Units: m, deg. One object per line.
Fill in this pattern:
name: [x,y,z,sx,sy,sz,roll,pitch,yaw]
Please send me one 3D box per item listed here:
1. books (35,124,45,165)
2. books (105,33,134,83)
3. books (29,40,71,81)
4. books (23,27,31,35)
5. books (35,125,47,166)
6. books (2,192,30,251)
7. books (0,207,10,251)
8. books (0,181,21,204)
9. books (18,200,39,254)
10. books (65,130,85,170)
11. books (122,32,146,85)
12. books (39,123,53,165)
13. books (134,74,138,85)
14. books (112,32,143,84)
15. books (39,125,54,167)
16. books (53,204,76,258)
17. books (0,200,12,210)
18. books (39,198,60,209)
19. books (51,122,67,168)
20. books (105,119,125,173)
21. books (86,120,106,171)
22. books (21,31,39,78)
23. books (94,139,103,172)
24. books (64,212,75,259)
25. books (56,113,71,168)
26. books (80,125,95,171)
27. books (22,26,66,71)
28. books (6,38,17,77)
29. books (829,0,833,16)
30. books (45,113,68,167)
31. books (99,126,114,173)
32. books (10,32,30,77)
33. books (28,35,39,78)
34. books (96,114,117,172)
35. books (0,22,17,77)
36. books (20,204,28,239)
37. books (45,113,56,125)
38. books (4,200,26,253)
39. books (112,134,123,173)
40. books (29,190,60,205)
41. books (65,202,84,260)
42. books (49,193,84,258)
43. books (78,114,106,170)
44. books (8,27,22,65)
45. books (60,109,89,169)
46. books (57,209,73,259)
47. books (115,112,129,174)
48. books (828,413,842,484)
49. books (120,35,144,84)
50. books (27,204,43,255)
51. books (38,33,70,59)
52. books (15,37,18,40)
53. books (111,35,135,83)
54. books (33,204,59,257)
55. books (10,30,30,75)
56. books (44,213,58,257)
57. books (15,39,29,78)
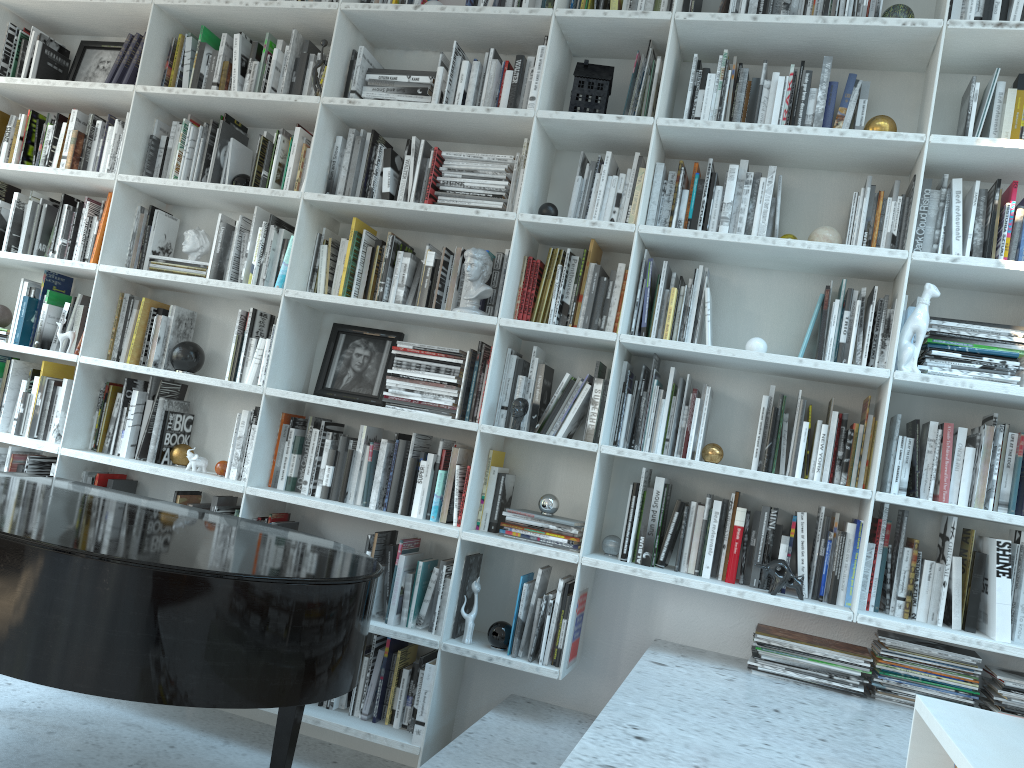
books: [-2.019,-1.004,3.899,0.012,0.230,0.149,9,-4,17]
books: [-1.651,-1.340,3.827,0.110,0.279,0.174,9,-4,17]
books: [-2.046,-1.372,3.920,0.012,0.214,0.185,9,-4,17]
books: [-2.164,-1.427,3.981,0.006,0.288,0.144,9,-4,17]
books: [-2.000,-0.996,3.875,0.014,0.218,0.164,9,-4,17]
books: [-2.131,-0.676,3.885,0.023,0.281,0.174,9,-4,17]
books: [-2.187,-0.648,3.875,0.028,0.203,0.188,9,-4,17]
books: [-2.276,-0.727,3.910,0.012,0.333,0.185,9,-4,17]
books: [-2.035,-0.645,3.840,0.021,0.247,0.189,9,-4,17]
books: [-1.825,-0.959,3.806,0.029,0.195,0.192,9,-4,17]
books: [-1.561,-1.329,3.789,0.097,0.282,0.174,9,-4,17]
books: [-1.985,-0.999,3.878,0.011,0.229,0.170,9,-4,17]
books: [-1.524,-1.325,3.799,0.078,0.285,0.174,9,-4,17]
books: [-1.611,-1.334,3.806,0.110,0.279,0.174,9,-4,17]
books: [-1.968,-0.991,3.866,0.031,0.217,0.173,9,-4,17]
books: [-1.888,-0.626,3.817,0.021,0.256,0.156,9,-4,17]
books: [-2.206,-0.666,3.893,0.022,0.235,0.177,9,-4,17]
books: [-2.013,-0.652,3.853,0.011,0.270,0.158,9,-4,17]
books: [-1.914,-0.992,3.860,0.047,0.238,0.162,9,-4,17]
books: [-1.642,-0.964,3.766,0.022,0.263,0.174,9,-4,17]
books: [-1.748,-0.977,3.818,0.029,0.260,0.158,9,-4,17]
books: [-2.080,-1.400,3.934,0.023,0.258,0.183,9,-4,17]
books: [-1.731,-0.937,3.807,0.022,0.186,0.137,9,-4,17]
books: [-1.843,-0.604,3.799,0.013,0.227,0.152,9,-4,17]
books: [-1.869,-1.003,3.833,0.023,0.271,0.187,9,-4,17]
books: [-1.773,-0.968,3.809,0.013,0.232,0.171,9,-4,17]
books: [-2.089,-1.412,3.947,0.005,0.281,0.191,9,-4,17]
books: [-2.164,-1.391,3.950,0.004,0.214,0.186,9,-4,17]
books: [1.094,-1.292,3.038,0.006,0.289,0.156,9,-4,17]
books: [-1.941,-1.014,3.866,0.014,0.272,0.180,9,-4,17]
books: [-1.669,-0.952,3.773,0.030,0.230,0.172,9,-4,17]
books: [-2.139,-1.403,3.946,0.004,0.246,0.189,9,-4,17]
books: [-2.062,-1.392,3.937,0.011,0.249,0.168,9,-4,17]
books: [-1.684,-0.979,3.785,0.012,0.280,0.188,9,-4,17]
books: [-2.211,-1.437,3.978,0.005,0.292,0.184,9,-4,17]
books: [-2.085,-0.648,3.885,0.049,0.242,0.139,9,-4,17]
books: [-2.004,-1.026,3.893,0.012,0.277,0.150,9,-4,17]
books: [-2.120,-0.657,3.871,0.011,0.246,0.176,9,-4,17]
books: [-1.626,-0.932,3.771,0.013,0.206,0.172,9,-4,17]
books: [-2.044,-0.669,3.854,0.011,0.293,0.183,9,-4,17]
books: [-1.828,-0.625,3.793,0.012,0.272,0.145,9,-4,17]
books: [-1.903,-0.650,3.813,0.013,0.299,0.152,9,-4,17]
books: [-1.784,-0.996,3.827,0.025,0.286,0.161,9,-4,17]
books: [-2.195,-1.430,3.984,0.006,0.287,0.148,9,-4,17]
books: [-1.844,-1.007,3.820,0.030,0.285,0.185,9,-4,17]
books: [-1.858,-0.608,3.792,0.013,0.229,0.177,9,-4,17]
books: [-1.589,-0.970,3.745,0.012,0.290,0.182,9,-4,17]
books: [1.051,0.215,2.905,0.016,0.230,0.138,9,-4,17]
books: [-1.585,-1.329,3.816,0.110,0.279,0.174,9,-4,17]
books: [-2.004,-0.635,3.831,0.024,0.237,0.167,9,-4,17]
books: [-2.051,-1.393,3.933,0.012,0.254,0.166,9,-4,17]
books: [-2.166,-1.398,3.962,0.009,0.228,0.184,9,-4,17]
books: [-1.628,-1.336,3.829,0.110,0.279,0.174,9,-4,17]
books: [-1.970,-0.632,3.830,0.023,0.242,0.184,9,-4,17]
books: [-2.150,-1.411,3.963,0.009,0.260,0.184,9,-4,17]
books: [-1.931,-0.631,3.837,0.047,0.256,0.142,9,-4,17]
books: [-2.119,-1.386,3.943,0.018,0.218,0.186,9,-4,17]
